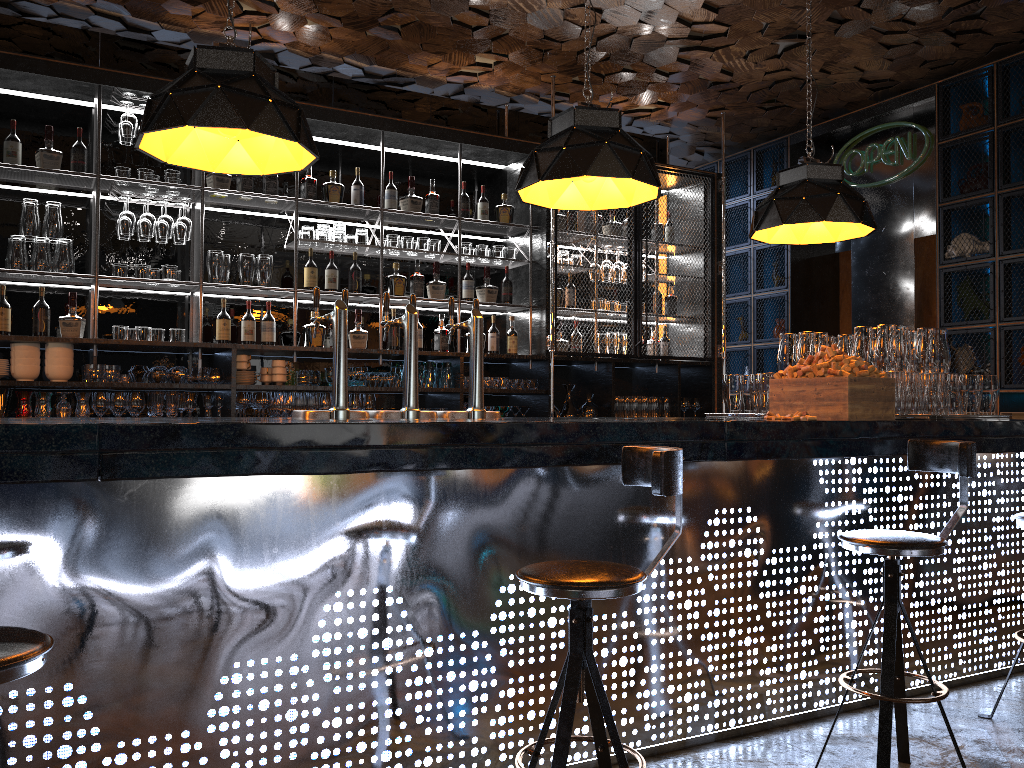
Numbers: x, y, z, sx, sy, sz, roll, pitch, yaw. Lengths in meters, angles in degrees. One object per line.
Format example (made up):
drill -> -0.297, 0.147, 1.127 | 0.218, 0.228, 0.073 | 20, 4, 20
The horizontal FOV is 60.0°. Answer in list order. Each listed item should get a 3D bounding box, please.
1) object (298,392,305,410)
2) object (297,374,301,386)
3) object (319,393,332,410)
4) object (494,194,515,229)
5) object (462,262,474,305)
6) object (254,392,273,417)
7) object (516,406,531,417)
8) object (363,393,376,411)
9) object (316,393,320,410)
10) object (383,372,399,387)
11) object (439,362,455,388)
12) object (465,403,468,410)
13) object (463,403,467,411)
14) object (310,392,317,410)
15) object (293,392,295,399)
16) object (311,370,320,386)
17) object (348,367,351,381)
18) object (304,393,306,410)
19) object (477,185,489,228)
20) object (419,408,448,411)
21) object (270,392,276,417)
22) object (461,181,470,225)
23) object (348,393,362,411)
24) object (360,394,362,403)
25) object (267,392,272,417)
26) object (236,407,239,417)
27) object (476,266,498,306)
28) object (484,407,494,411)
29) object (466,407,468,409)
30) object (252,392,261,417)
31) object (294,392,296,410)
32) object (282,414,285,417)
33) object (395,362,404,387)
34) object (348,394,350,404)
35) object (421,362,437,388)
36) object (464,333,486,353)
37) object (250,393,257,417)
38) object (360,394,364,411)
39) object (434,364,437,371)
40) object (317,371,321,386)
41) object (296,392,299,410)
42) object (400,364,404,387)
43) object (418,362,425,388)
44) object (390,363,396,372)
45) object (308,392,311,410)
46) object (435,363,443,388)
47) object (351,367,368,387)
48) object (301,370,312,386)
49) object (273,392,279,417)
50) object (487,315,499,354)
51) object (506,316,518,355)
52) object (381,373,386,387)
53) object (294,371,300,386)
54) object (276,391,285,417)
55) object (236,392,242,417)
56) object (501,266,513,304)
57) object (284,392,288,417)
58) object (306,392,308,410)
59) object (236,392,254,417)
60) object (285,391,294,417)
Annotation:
object -> -1.304, 0.166, 5.492 | 0.049, 0.231, 0.049 | 1, -2, -17
object -> -1.333, -0.034, 5.646 | 0.058, 0.099, 0.067 | 1, -2, -26
object -> -1.175, 0.170, 5.585 | 0.091, 0.229, 0.091 | 2, -2, -42
object -> -0.054, -1.253, 6.436 | 0.151, 0.248, 0.094 | 0, -2, 0
object -> -0.312, -0.713, 6.291 | 0.086, 0.298, 0.086 | 0, -2, 20
object -> -1.515, 0.164, 5.406 | 0.108, 0.227, 0.108 | -1, -2, 32
object -> 0.082, 0.234, 6.260 | 0.107, 0.152, 0.107 | 0, -2, -3
object -> -0.921, 0.176, 5.726 | 0.091, 0.229, 0.091 | -1, -2, 34
object -> -1.279, 0.175, 5.792 | 0.091, 0.229, 0.091 | 0, -2, 7
object -> -0.786, -0.027, 5.764 | 0.098, 0.097, 0.098 | 0, -2, 5
object -> -0.434, -0.058, 5.930 | 0.101, 0.172, 0.115 | 0, -2, 1
object -> -0.325, 0.219, 6.190 | 0.089, 0.174, 0.089 | 0, -2, 22
object -> -0.325, 0.214, 6.011 | 0.089, 0.174, 0.089 | 0, -2, 22
object -> -1.238, 0.167, 5.528 | 0.049, 0.231, 0.049 | 1, -2, -33
object -> -1.394, 0.170, 5.663 | 0.049, 0.231, 0.049 | 2, -2, -39
object -> -1.237, -0.036, 5.555 | 0.067, 0.099, 0.058 | 0, -2, 7
object -> -1.073, -0.046, 5.640 | 0.100, 0.125, 0.100 | 0, -2, 10
object -> -1.332, 0.171, 5.693 | 0.049, 0.231, 0.049 | 1, -2, -26
object -> -0.209, -1.281, 6.388 | 0.086, 0.298, 0.086 | 0, -2, 20
object -> -0.610, 0.231, 5.998 | 0.356, 0.134, 0.206 | 1, -2, -21
object -> -1.495, 0.166, 5.578 | 0.058, 0.234, 0.058 | -1, -2, 36
object -> -0.340, -1.285, 6.285 | 0.086, 0.299, 0.086 | 0, -2, 20
object -> -1.006, 0.174, 5.682 | 0.091, 0.229, 0.091 | 0, -2, -1
object -> -1.025, 0.177, 5.799 | 0.091, 0.229, 0.091 | 1, -2, -35
object -> -1.535, 0.167, 5.652 | 0.058, 0.234, 0.058 | 1, -2, -26
object -> -1.726, 0.167, 5.564 | 0.108, 0.227, 0.108 | 0, -2, 3
object -> -0.178, -0.701, 6.340 | 0.123, 0.279, 0.123 | 2, -2, -40
object -> -0.176, 0.231, 6.143 | 0.106, 0.148, 0.106 | 1, -2, -10
object -> -0.289, 0.236, 6.349 | 0.106, 0.148, 0.106 | 1, -2, -10
object -> -1.569, 0.167, 5.511 | 0.108, 0.227, 0.108 | 0, -2, 26
object -> -1.358, 0.169, 5.608 | 0.049, 0.231, 0.049 | 0, -2, 8
object -> -1.452, 0.168, 5.642 | 0.058, 0.234, 0.058 | -1, -2, 38
object -> -0.738, -0.061, 5.903 | 0.115, 0.172, 0.101 | 1, -2, -19
object -> -1.113, 0.179, 5.881 | 0.091, 0.229, 0.091 | -1, -2, 30
object -> -0.546, -0.061, 5.859 | 0.115, 0.172, 0.101 | 2, -2, -44
object -> -0.263, -0.323, 6.300 | 0.151, 0.248, 0.094 | 1, -2, -20
object -> -1.628, 0.169, 5.618 | 0.108, 0.227, 0.108 | 0, -2, 7
object -> -1.026, 0.180, 5.932 | 0.091, 0.229, 0.091 | 1, -2, -31
object -> -0.552, -0.053, 6.144 | 0.115, 0.172, 0.101 | 1, -2, -19
object -> -1.252, -0.033, 5.666 | 0.058, 0.099, 0.067 | 1, -2, -16
object -> -1.335, 0.167, 5.551 | 0.049, 0.231, 0.049 | 1, -2, -20
object -> -0.676, -0.063, 5.800 | 0.115, 0.172, 0.101 | 0, -2, 1
object -> -0.612, -0.058, 5.970 | 0.101, 0.172, 0.115 | 0, -2, 1
object -> -0.791, -0.058, 6.013 | 0.115, 0.172, 0.101 | 2, -2, -44
object -> -1.267, 0.169, 5.586 | 0.049, 0.231, 0.049 | 1, -2, -25
object -> -0.484, -0.056, 6.036 | 0.115, 0.172, 0.101 | 2, -2, -44
object -> -0.977, -0.045, 5.695 | 0.108, 0.126, 0.108 | 0, -2, 6
object -> -1.271, -0.038, 5.492 | 0.058, 0.099, 0.067 | 0, -2, 17
object -> -1.459, 0.164, 5.515 | 0.058, 0.234, 0.058 | 0, -2, -6
object -> -0.134, -0.345, 6.387 | 0.086, 0.298, 0.086 | 0, -2, 20
object -> 0.000, -0.342, 6.444 | 0.080, 0.299, 0.080 | 1, -2, -26
object -> -0.840, -0.025, 5.858 | 0.098, 0.097, 0.098 | 0, -2, -4
object -> -1.367, -0.033, 5.705 | 0.058, 0.099, 0.067 | 0, -2, 22
object -> -1.420, 0.162, 5.439 | 0.058, 0.234, 0.058 | 0, -2, 14
object -> -1.669, 0.165, 5.456 | 0.108, 0.227, 0.108 | -1, -2, 41
object -> -0.038, -0.708, 6.436 | 0.086, 0.299, 0.086 | 0, -2, 20
object -> -1.411, 0.166, 5.563 | 0.058, 0.234, 0.058 | 0, -2, 5
object -> -1.294, 0.170, 5.646 | 0.049, 0.231, 0.049 | 1, -2, -21
object -> -1.616, 0.162, 5.349 | 0.108, 0.227, 0.108 | 1, -2, -37
object -> -1.374, 0.164, 5.475 | 0.058, 0.234, 0.058 | 1, -2, -25
